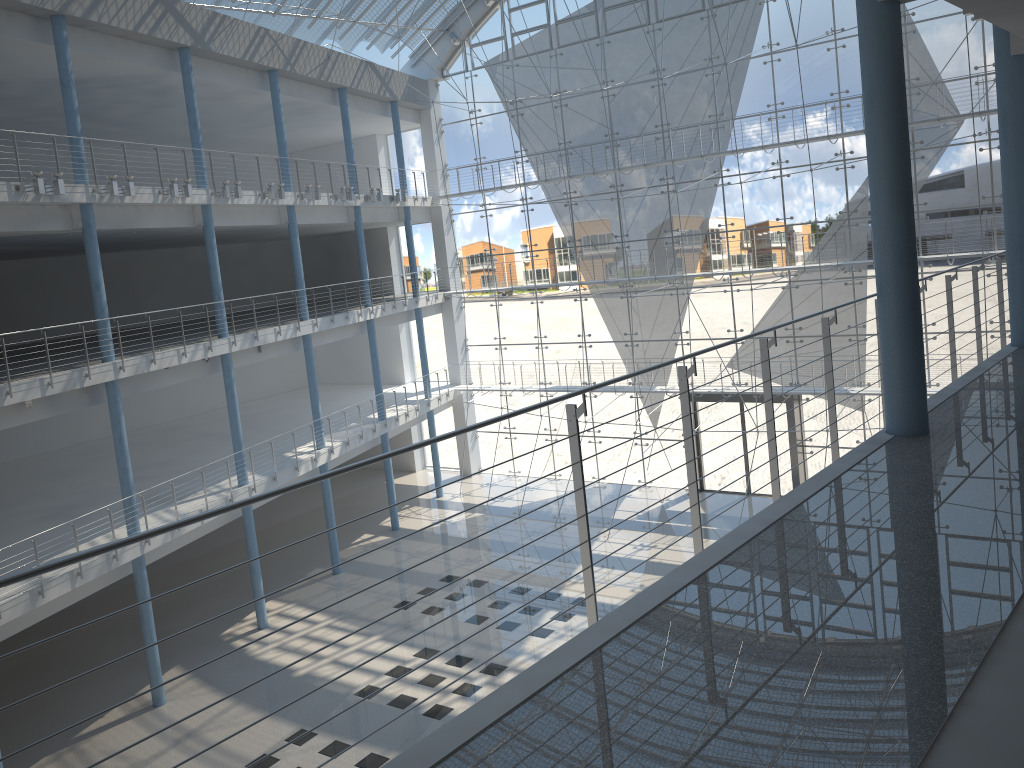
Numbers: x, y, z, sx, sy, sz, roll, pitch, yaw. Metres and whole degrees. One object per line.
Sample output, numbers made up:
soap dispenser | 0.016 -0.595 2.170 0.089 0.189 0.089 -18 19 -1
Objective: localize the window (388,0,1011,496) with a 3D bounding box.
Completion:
window | 0.905 -0.853 3.999 3.845 2.755 0.010 -1 7 36
